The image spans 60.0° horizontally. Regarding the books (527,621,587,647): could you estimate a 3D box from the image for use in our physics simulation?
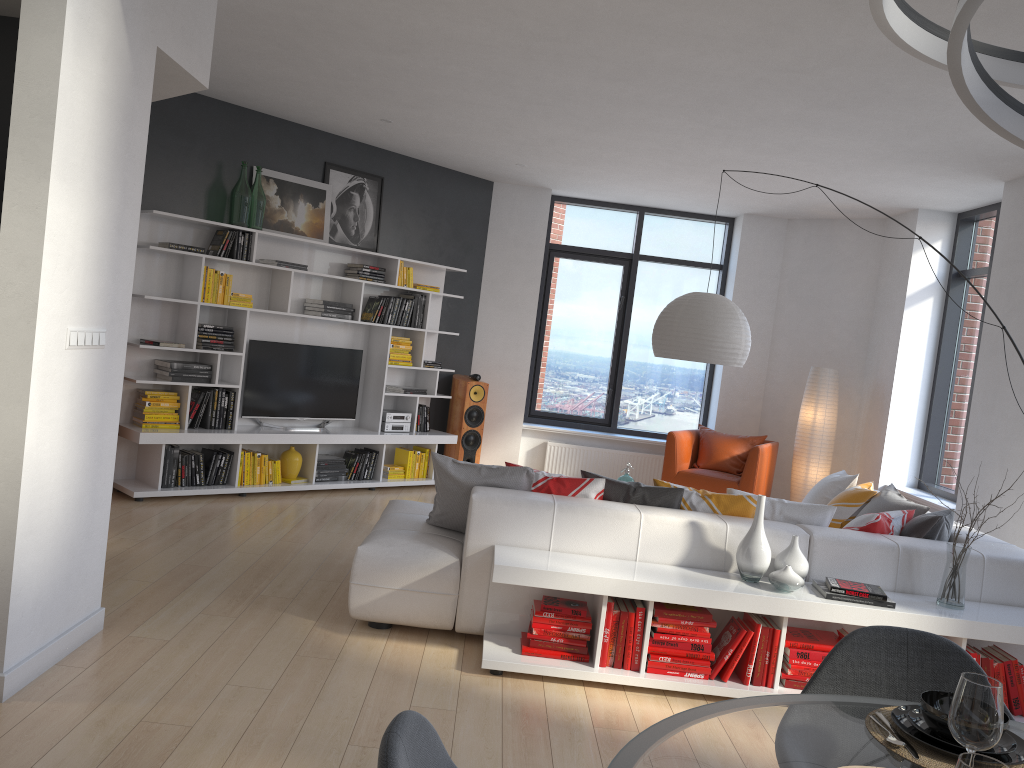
[{"bbox_3d":[0.207,1.140,4.045,0.266,0.026,0.187,7,3,5],"label":"books"}]

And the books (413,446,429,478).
[{"bbox_3d":[-0.866,0.728,8.310,0.204,0.270,0.029,10,4,44],"label":"books"}]

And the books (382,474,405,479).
[{"bbox_3d":[-1.097,0.832,8.073,0.147,0.033,0.190,10,4,44],"label":"books"}]

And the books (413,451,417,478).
[{"bbox_3d":[-0.957,0.732,8.209,0.180,0.251,0.019,10,4,44],"label":"books"}]

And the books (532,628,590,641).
[{"bbox_3d":[0.220,1.115,4.051,0.257,0.025,0.182,7,3,-1],"label":"books"}]

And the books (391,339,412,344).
[{"bbox_3d":[-1.051,-0.396,8.082,0.223,0.023,0.163,4,4,-42],"label":"books"}]

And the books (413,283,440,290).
[{"bbox_3d":[-0.831,-0.901,8.176,0.257,0.024,0.203,4,4,-43],"label":"books"}]

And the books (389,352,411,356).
[{"bbox_3d":[-1.079,-0.284,8.081,0.251,0.014,0.189,4,4,-43],"label":"books"}]

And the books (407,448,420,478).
[{"bbox_3d":[-0.937,0.734,8.227,0.185,0.250,0.035,10,4,44],"label":"books"}]

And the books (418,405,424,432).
[{"bbox_3d":[-0.886,0.318,8.298,0.169,0.242,0.050,10,4,43],"label":"books"}]

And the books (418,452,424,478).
[{"bbox_3d":[-0.900,0.744,8.265,0.172,0.234,0.024,10,4,44],"label":"books"}]

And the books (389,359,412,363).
[{"bbox_3d":[-1.072,-0.220,8.073,0.257,0.024,0.203,4,4,-43],"label":"books"}]

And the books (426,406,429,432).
[{"bbox_3d":[-0.848,0.321,8.342,0.177,0.242,0.066,10,4,44],"label":"books"}]

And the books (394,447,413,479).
[{"bbox_3d":[-1.006,0.726,8.159,0.198,0.255,0.044,10,4,44],"label":"books"}]

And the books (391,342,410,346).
[{"bbox_3d":[-1.061,-0.373,8.080,0.227,0.022,0.160,5,3,-30],"label":"books"}]

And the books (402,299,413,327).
[{"bbox_3d":[-1.004,-0.647,8.033,0.191,0.249,0.084,10,4,44],"label":"books"}]

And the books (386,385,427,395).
[{"bbox_3d":[-0.979,0.054,8.210,0.250,0.047,0.310,9,4,39],"label":"books"}]

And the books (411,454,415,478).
[{"bbox_3d":[-0.960,0.746,8.182,0.156,0.229,0.024,10,4,44],"label":"books"}]

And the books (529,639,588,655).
[{"bbox_3d":[0.212,1.170,4.055,0.259,0.034,0.206,7,3,2],"label":"books"}]

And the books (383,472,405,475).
[{"bbox_3d":[-1.096,0.809,8.075,0.148,0.011,0.196,10,4,44],"label":"books"}]

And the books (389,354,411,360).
[{"bbox_3d":[-1.071,-0.254,8.075,0.189,0.042,0.243,10,4,44],"label":"books"}]

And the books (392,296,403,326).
[{"bbox_3d":[-1.081,-0.657,7.956,0.197,0.260,0.066,10,4,44],"label":"books"}]

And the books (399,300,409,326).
[{"bbox_3d":[-1.023,-0.645,7.997,0.179,0.243,0.071,10,4,43],"label":"books"}]

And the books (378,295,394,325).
[{"bbox_3d":[-1.150,-0.659,7.887,0.192,0.254,0.075,10,4,43],"label":"books"}]

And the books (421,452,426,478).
[{"bbox_3d":[-0.884,0.745,8.287,0.172,0.234,0.024,10,4,44],"label":"books"}]

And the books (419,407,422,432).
[{"bbox_3d":[-0.907,0.320,8.287,0.170,0.236,0.049,10,4,44],"label":"books"}]

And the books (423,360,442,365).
[{"bbox_3d":[-0.791,-0.208,8.315,0.213,0.023,0.161,4,4,-43],"label":"books"}]

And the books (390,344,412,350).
[{"bbox_3d":[-1.059,-0.345,8.084,0.239,0.033,0.176,4,4,-43],"label":"books"}]

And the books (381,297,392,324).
[{"bbox_3d":[-1.148,-0.650,7.852,0.069,0.242,0.172,4,4,-45],"label":"books"}]

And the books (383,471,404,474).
[{"bbox_3d":[-1.085,0.798,8.057,0.169,0.018,0.113,4,4,-45],"label":"books"}]

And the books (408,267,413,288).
[{"bbox_3d":[-0.949,-0.958,7.973,0.064,0.184,0.141,4,4,-45],"label":"books"}]

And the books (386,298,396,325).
[{"bbox_3d":[-1.128,-0.651,7.902,0.179,0.243,0.068,10,4,43],"label":"books"}]

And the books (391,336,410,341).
[{"bbox_3d":[-1.070,-0.422,8.090,0.223,0.023,0.163,4,4,-42],"label":"books"}]

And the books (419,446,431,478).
[{"bbox_3d":[-0.854,0.729,8.336,0.213,0.270,0.025,10,4,44],"label":"books"}]

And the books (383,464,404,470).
[{"bbox_3d":[-1.098,0.759,8.076,0.138,0.026,0.186,10,4,44],"label":"books"}]

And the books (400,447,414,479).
[{"bbox_3d":[-0.986,0.725,8.183,0.199,0.263,0.015,10,4,44],"label":"books"}]

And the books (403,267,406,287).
[{"bbox_3d":[-0.995,-0.959,7.932,0.132,0.180,0.054,10,4,44],"label":"books"}]

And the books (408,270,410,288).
[{"bbox_3d":[-0.957,-0.945,7.947,0.108,0.161,0.046,10,4,43],"label":"books"}]

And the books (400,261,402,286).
[{"bbox_3d":[-1.045,-0.986,7.896,0.163,0.224,0.041,10,4,42],"label":"books"}]

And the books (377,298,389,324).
[{"bbox_3d":[-1.182,-0.650,7.836,0.169,0.233,0.081,10,4,43],"label":"books"}]

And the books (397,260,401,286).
[{"bbox_3d":[-1.047,-0.987,7.866,0.161,0.229,0.041,10,4,43],"label":"books"}]

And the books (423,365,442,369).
[{"bbox_3d":[-0.784,-0.168,8.304,0.213,0.023,0.161,4,4,-43],"label":"books"}]

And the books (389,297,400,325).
[{"bbox_3d":[-1.105,-0.654,7.932,0.191,0.249,0.084,10,4,44],"label":"books"}]

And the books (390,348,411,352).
[{"bbox_3d":[-1.071,-0.320,8.080,0.171,0.019,0.239,10,4,44],"label":"books"}]

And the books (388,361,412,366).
[{"bbox_3d":[-1.067,-0.194,8.070,0.257,0.028,0.194,4,4,-41],"label":"books"}]

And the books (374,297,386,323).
[{"bbox_3d":[-1.213,-0.653,7.823,0.187,0.234,0.096,10,4,44],"label":"books"}]

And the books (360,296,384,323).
[{"bbox_3d":[-1.233,-0.655,7.796,0.182,0.234,0.104,10,4,44],"label":"books"}]

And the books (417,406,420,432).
[{"bbox_3d":[-0.929,0.317,8.274,0.189,0.240,0.053,10,4,44],"label":"books"}]

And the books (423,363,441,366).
[{"bbox_3d":[-0.784,-0.187,8.304,0.142,0.015,0.198,10,4,42],"label":"books"}]

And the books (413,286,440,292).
[{"bbox_3d":[-0.826,-0.874,8.173,0.257,0.028,0.194,4,4,-41],"label":"books"}]

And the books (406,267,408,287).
[{"bbox_3d":[-0.977,-0.957,7.941,0.128,0.178,0.044,10,4,44],"label":"books"}]

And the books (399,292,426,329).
[{"bbox_3d":[-0.930,-0.674,8.145,0.259,0.321,0.128,10,4,44],"label":"books"}]

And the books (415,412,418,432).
[{"bbox_3d":[-0.952,0.299,8.253,0.202,0.268,0.053,10,4,44],"label":"books"}]

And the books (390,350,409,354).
[{"bbox_3d":[-1.069,-0.299,8.060,0.217,0.023,0.145,4,4,-42],"label":"books"}]

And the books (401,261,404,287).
[{"bbox_3d":[-1.030,-0.986,7.923,0.164,0.224,0.054,10,4,43],"label":"books"}]

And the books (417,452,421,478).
[{"bbox_3d":[-0.919,0.740,8.250,0.169,0.239,0.023,10,4,44],"label":"books"}]

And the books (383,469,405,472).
[{"bbox_3d":[-1.089,0.781,8.071,0.134,0.014,0.187,10,4,44],"label":"books"}]

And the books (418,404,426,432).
[{"bbox_3d":[-0.873,0.313,8.326,0.193,0.255,0.066,10,4,43],"label":"books"}]

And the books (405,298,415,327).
[{"bbox_3d":[-0.981,-0.650,8.057,0.197,0.260,0.066,10,4,44],"label":"books"}]
